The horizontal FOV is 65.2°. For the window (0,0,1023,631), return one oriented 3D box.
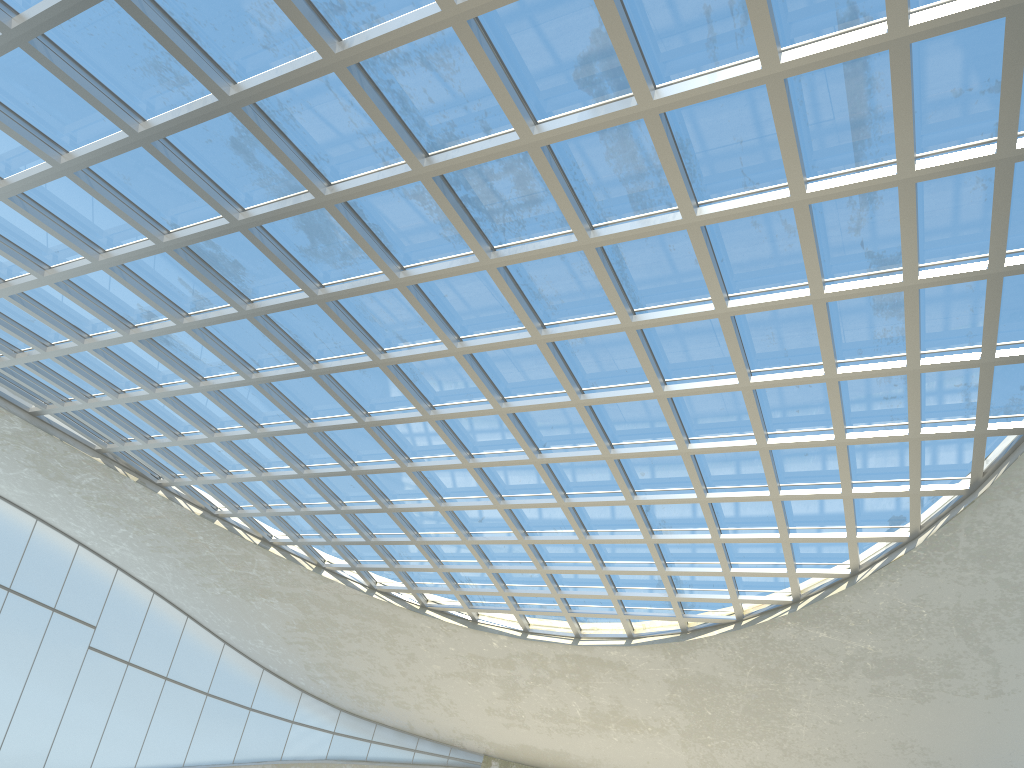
[{"bbox_3d":[-10.725,0.582,47.086,76.774,9.886,91.263,-4,-37,27],"label":"window"}]
